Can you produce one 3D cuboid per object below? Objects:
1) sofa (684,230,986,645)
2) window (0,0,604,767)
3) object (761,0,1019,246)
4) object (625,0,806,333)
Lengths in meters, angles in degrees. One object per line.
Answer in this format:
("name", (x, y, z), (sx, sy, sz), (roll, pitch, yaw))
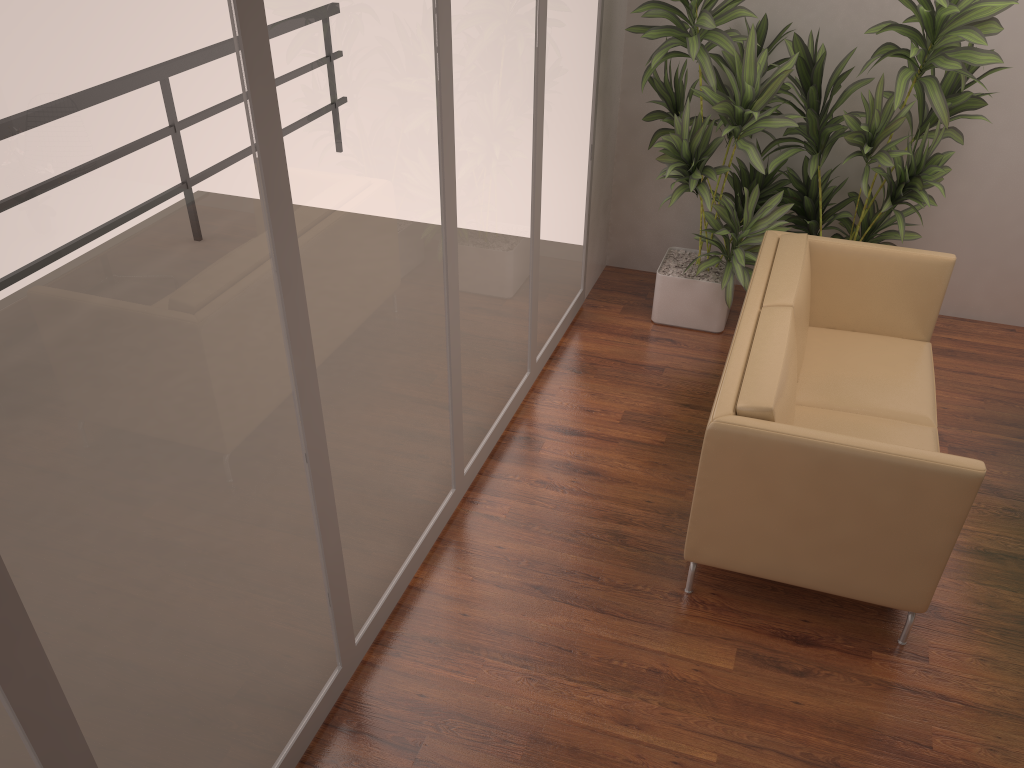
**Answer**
("sofa", (1.350, 0.082, 3.733), (0.875, 0.877, 1.726), (12, 35, 16))
("window", (-0.864, 0.112, 1.295), (0.062, 3.434, 8.204), (12, 35, 16))
("object", (1.786, -1.207, 4.496), (1.069, 2.203, 0.933), (20, 39, 26))
("object", (1.142, -1.321, 4.661), (0.953, 2.203, 1.046), (24, 41, 30))
